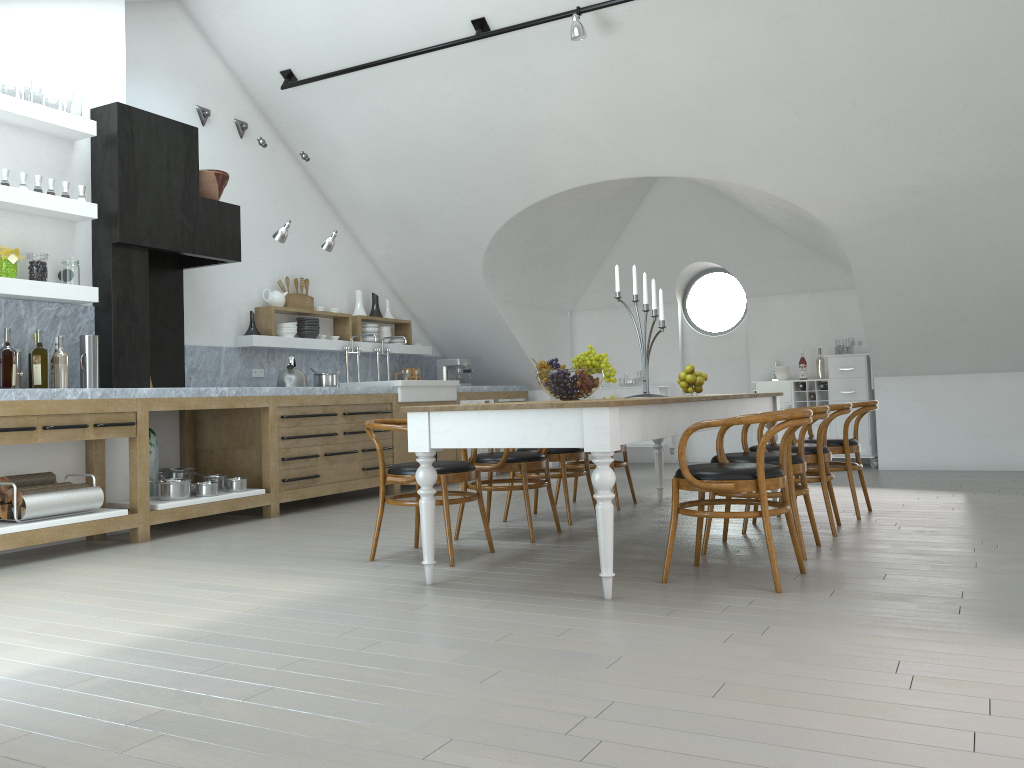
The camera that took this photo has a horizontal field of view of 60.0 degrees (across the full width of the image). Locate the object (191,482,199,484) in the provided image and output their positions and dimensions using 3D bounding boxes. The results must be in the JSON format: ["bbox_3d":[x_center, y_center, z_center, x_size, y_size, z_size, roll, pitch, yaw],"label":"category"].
[{"bbox_3d":[-2.302,0.729,6.343,0.061,0.035,0.169,-3,-1,28],"label":"object"}]

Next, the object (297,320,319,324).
[{"bbox_3d":[-1.889,-0.547,8.212,0.205,0.084,0.205,-1,-1,-34],"label":"object"}]

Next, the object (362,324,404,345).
[{"bbox_3d":[-1.348,-0.507,9.213,0.197,0.196,0.656,-3,-1,28],"label":"object"}]

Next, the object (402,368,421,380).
[{"bbox_3d":[-1.085,-0.063,9.606,0.104,0.223,0.200,-3,-2,28],"label":"object"}]

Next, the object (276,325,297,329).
[{"bbox_3d":[-2.020,-0.487,7.955,0.181,0.069,0.181,-1,-2,-44],"label":"object"}]

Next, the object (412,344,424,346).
[{"bbox_3d":[-1.074,-0.418,9.738,0.213,0.025,0.213,-2,-1,16],"label":"object"}]

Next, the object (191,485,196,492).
[{"bbox_3d":[-2.365,0.730,6.286,0.508,0.052,0.263,-2,-1,5],"label":"object"}]

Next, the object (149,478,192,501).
[{"bbox_3d":[-2.346,0.706,5.993,0.378,0.164,0.223,-2,-2,17],"label":"object"}]

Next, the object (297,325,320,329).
[{"bbox_3d":[-1.881,-0.500,8.203,0.205,0.086,0.205,-1,-1,-19],"label":"object"}]

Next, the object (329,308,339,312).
[{"bbox_3d":[-1.720,-0.704,8.585,0.098,0.049,0.098,-3,-1,26],"label":"object"}]

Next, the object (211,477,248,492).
[{"bbox_3d":[-2.027,0.723,6.401,0.260,0.113,0.153,-3,-2,27],"label":"object"}]

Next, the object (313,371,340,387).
[{"bbox_3d":[-1.580,-0.034,7.692,0.232,0.170,0.394,-2,-1,8],"label":"object"}]

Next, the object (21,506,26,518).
[{"bbox_3d":[-2.612,0.717,5.112,0.067,0.067,0.422,-3,-1,26],"label":"object"}]

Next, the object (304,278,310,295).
[{"bbox_3d":[-1.916,-0.833,8.249,0.039,0.298,0.067,-3,-3,28],"label":"object"}]

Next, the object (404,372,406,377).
[{"bbox_3d":[-1.135,-0.044,9.406,0.019,0.179,0.044,-2,-3,-7],"label":"object"}]

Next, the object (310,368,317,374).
[{"bbox_3d":[-1.648,-0.059,7.638,0.235,0.167,0.051,-3,-3,23],"label":"object"}]

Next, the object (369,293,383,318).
[{"bbox_3d":[-1.411,-0.811,9.161,0.156,0.268,0.156,-3,-3,32],"label":"object"}]

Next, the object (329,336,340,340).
[{"bbox_3d":[-1.715,-0.436,8.566,0.098,0.049,0.098,-3,-1,26],"label":"object"}]

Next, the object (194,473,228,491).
[{"bbox_3d":[-2.215,0.723,6.555,0.182,0.134,0.308,-1,-2,-38],"label":"object"}]

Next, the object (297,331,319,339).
[{"bbox_3d":[-1.886,-0.446,8.201,0.205,0.072,0.205,-2,-1,16],"label":"object"}]

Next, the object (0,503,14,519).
[{"bbox_3d":[-2.752,0.715,5.183,0.093,0.084,0.479,-3,-1,26],"label":"object"}]

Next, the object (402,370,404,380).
[{"bbox_3d":[-1.150,-0.053,9.420,0.019,0.196,0.022,-3,-3,16],"label":"object"}]

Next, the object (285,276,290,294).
[{"bbox_3d":[-2.034,-0.833,8.066,0.027,0.299,0.055,-3,-3,28],"label":"object"}]

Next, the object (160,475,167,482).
[{"bbox_3d":[-2.268,0.674,5.917,0.051,0.152,0.190,-3,-2,28],"label":"object"}]

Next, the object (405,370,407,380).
[{"bbox_3d":[-1.130,-0.053,9.432,0.023,0.196,0.018,-3,-3,23],"label":"object"}]

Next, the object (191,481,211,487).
[{"bbox_3d":[-2.241,0.723,6.302,0.041,0.045,0.247,-3,-1,27],"label":"object"}]

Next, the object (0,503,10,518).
[{"bbox_3d":[-2.836,0.717,5.203,0.091,0.089,0.455,-3,-1,26],"label":"object"}]

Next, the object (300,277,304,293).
[{"bbox_3d":[-1.944,-0.833,8.192,0.019,0.299,0.057,-3,-3,28],"label":"object"}]

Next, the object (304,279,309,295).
[{"bbox_3d":[-1.914,-0.832,8.290,0.030,0.294,0.057,-3,-3,28],"label":"object"}]

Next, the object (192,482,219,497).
[{"bbox_3d":[-2.151,0.722,6.125,0.260,0.113,0.153,-2,-2,17],"label":"object"}]

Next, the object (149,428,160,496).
[{"bbox_3d":[-2.626,0.545,6.292,0.231,0.499,0.230,-1,-3,-21],"label":"object"}]

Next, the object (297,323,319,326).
[{"bbox_3d":[-1.887,-0.522,8.206,0.205,0.072,0.205,-2,-1,16],"label":"object"}]

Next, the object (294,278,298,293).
[{"bbox_3d":[-1.977,-0.833,8.171,0.040,0.300,0.061,-3,-3,26],"label":"object"}]

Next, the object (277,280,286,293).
[{"bbox_3d":[-2.048,-0.816,8.032,0.016,0.259,0.199,-4,-3,39],"label":"object"}]

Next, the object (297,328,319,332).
[{"bbox_3d":[-1.887,-0.472,8.202,0.205,0.086,0.205,-1,-1,-24],"label":"object"}]

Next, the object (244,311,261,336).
[{"bbox_3d":[-2.229,-0.519,7.610,0.156,0.219,0.156,-2,-2,9],"label":"object"}]

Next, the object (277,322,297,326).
[{"bbox_3d":[-2.020,-0.516,7.958,0.181,0.076,0.180,-1,-1,-24],"label":"object"}]

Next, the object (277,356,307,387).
[{"bbox_3d":[-1.804,-0.099,7.269,0.246,0.268,0.246,-3,-2,38],"label":"object"}]

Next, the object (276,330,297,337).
[{"bbox_3d":[-2.019,-0.441,7.951,0.181,0.064,0.181,-1,-1,-39],"label":"object"}]

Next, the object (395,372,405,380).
[{"bbox_3d":[-1.180,-0.037,9.403,0.100,0.171,0.173,-3,-2,30],"label":"object"}]

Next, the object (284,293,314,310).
[{"bbox_3d":[-1.966,-0.754,8.162,0.084,0.158,0.353,-3,-2,28],"label":"object"}]

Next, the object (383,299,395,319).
[{"bbox_3d":[-1.312,-0.786,9.362,0.156,0.219,0.156,-2,-2,9],"label":"object"}]

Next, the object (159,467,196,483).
[{"bbox_3d":[-2.609,0.708,6.644,0.455,0.197,0.268,-1,-2,-28],"label":"object"}]

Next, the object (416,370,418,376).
[{"bbox_3d":[-1.035,-0.056,9.617,0.040,0.192,0.042,-1,-3,-12],"label":"object"}]

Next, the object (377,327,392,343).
[{"bbox_3d":[-1.327,-0.510,9.202,0.158,0.160,0.154,-1,-2,-34],"label":"object"}]

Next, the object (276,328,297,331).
[{"bbox_3d":[-2.020,-0.464,7.951,0.181,0.065,0.181,-1,-1,-24],"label":"object"}]

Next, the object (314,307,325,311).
[{"bbox_3d":[-1.822,-0.704,8.396,0.098,0.049,0.098,-3,-1,26],"label":"object"}]

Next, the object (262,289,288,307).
[{"bbox_3d":[-2.105,-0.759,7.886,0.174,0.169,0.167,-2,-2,12],"label":"object"}]

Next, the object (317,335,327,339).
[{"bbox_3d":[-1.805,-0.436,8.397,0.098,0.049,0.098,-3,-1,26],"label":"object"}]

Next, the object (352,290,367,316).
[{"bbox_3d":[-1.538,-0.810,8.930,0.156,0.268,0.156,-3,-2,17],"label":"object"}]

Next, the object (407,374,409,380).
[{"bbox_3d":[-1.114,-0.044,9.437,0.044,0.179,0.019,-2,-3,13],"label":"object"}]

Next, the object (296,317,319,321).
[{"bbox_3d":[-1.893,-0.575,8.213,0.205,0.080,0.205,-3,-1,31],"label":"object"}]
